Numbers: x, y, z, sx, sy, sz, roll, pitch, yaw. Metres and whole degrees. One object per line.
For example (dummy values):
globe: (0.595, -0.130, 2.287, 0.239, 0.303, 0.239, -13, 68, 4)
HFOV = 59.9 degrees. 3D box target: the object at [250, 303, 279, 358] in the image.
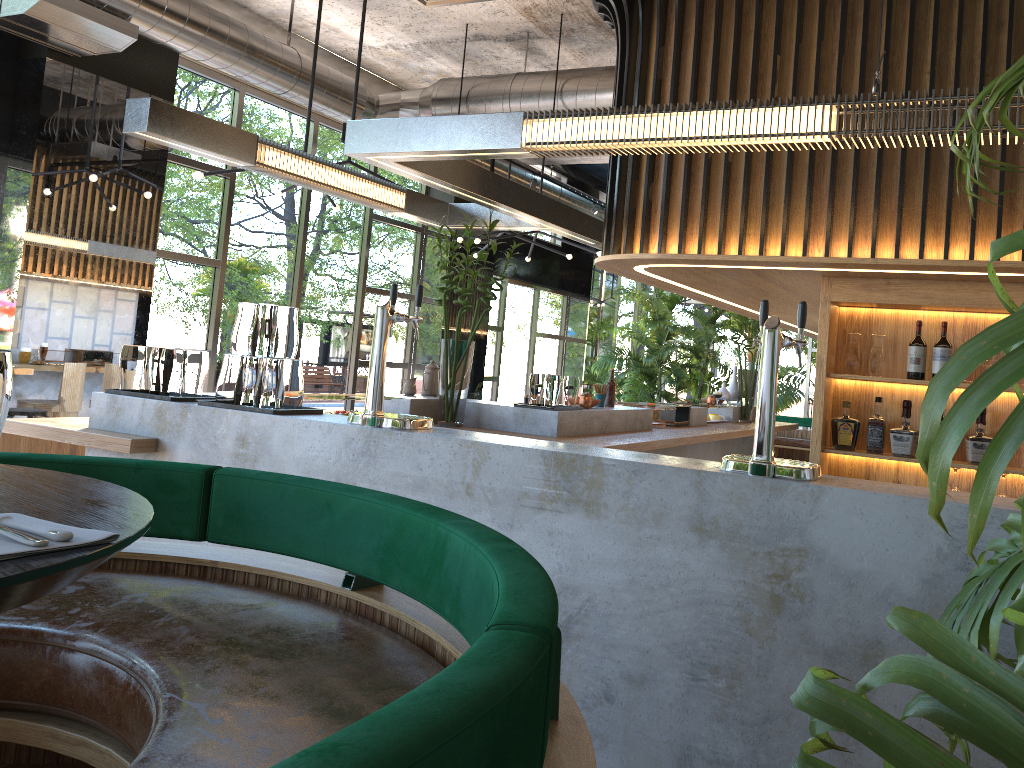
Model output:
object: (-0.967, -0.211, 3.490, 0.104, 0.210, 0.107, 4, -2, 12)

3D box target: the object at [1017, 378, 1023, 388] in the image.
object: (2.393, -0.027, 4.137, 0.092, 0.092, 0.085, 6, -1, -38)

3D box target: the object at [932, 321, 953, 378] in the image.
object: (2.100, -0.157, 4.328, 0.088, 0.299, 0.084, 6, -3, -14)

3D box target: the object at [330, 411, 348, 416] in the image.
object: (-0.954, 0.186, 4.816, 0.146, 0.066, 0.100, 5, 0, 24)

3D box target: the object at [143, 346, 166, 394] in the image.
object: (-1.549, -0.057, 3.861, 0.101, 0.210, 0.110, 3, -3, 42)

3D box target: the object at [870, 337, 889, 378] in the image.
object: (1.869, -0.140, 4.524, 0.109, 0.210, 0.101, 6, -3, -28)

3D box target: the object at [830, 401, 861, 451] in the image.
object: (1.698, 0.211, 4.522, 0.148, 0.249, 0.096, 4, -3, 15)

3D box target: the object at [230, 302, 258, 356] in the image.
object: (-1.063, -0.220, 3.550, 0.104, 0.210, 0.107, 4, -2, 12)

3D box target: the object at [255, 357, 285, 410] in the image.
object: (-0.934, 0.003, 3.446, 0.104, 0.210, 0.107, 4, -2, 12)

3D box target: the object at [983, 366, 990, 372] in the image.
object: (2.294, -0.038, 4.243, 0.087, 0.092, 0.091, 4, -1, 18)

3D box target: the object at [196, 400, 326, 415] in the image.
object: (-1.001, 0.092, 3.546, 0.422, 0.019, 0.282, 5, 2, 27)

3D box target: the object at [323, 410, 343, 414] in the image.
object: (-0.986, 0.182, 4.916, 0.187, 0.065, 0.274, 5, 1, 15)

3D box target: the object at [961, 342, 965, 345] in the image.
object: (2.248, -0.159, 4.360, 0.092, 0.092, 0.085, 5, -1, -27)

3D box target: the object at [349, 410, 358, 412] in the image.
object: (-0.807, 0.190, 4.963, 0.175, 0.081, 0.139, 5, 0, 20)

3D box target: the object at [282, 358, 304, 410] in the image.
object: (-0.885, 0.004, 3.557, 0.104, 0.210, 0.107, 4, -2, 12)

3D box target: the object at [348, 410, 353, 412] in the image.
object: (-0.892, 0.183, 4.993, 0.127, 0.071, 0.113, 5, 0, 19)

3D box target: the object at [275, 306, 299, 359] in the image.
object: (-0.916, -0.209, 3.594, 0.104, 0.210, 0.107, 4, -2, 12)

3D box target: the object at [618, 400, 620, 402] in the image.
object: (1.441, 0.372, 12.016, 0.065, 0.300, 0.071, 2, -4, 44)

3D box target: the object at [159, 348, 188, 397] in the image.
object: (-1.401, -0.039, 3.661, 0.102, 0.210, 0.108, 4, -3, 22)

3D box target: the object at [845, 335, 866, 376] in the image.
object: (1.773, -0.149, 4.584, 0.109, 0.210, 0.101, 6, -3, -28)

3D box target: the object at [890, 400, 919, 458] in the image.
object: (1.947, 0.219, 4.388, 0.118, 0.281, 0.128, 3, -3, 41)

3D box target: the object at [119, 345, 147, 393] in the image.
object: (-1.613, -0.059, 3.768, 0.101, 0.210, 0.110, 3, -3, 42)

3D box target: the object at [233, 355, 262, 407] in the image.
object: (-1.037, -0.007, 3.504, 0.104, 0.210, 0.107, 4, -2, 12)

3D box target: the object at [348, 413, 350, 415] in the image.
object: (-0.866, 0.188, 4.902, 0.088, 0.065, 0.138, 5, 0, 36)

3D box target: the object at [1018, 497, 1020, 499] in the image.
object: (2.444, 0.545, 4.219, 0.093, 0.246, 0.092, 5, -3, -1)

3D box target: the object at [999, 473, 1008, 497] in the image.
object: (2.296, 0.534, 4.157, 0.096, 0.246, 0.088, 7, -3, -34)

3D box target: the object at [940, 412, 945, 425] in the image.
object: (2.093, 0.222, 4.343, 0.088, 0.299, 0.084, 6, -3, -14)

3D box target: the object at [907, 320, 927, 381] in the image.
object: (2.009, -0.167, 4.399, 0.088, 0.300, 0.084, 6, -3, -14)

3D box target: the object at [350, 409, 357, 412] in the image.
object: (-0.877, 0.168, 4.890, 0.068, 0.062, 0.087, 5, 0, 18)

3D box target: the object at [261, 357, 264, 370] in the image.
object: (-0.988, -0.006, 3.606, 0.104, 0.210, 0.107, 4, -2, 12)

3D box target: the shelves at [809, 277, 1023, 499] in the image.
shelves: (2.038, 0.502, 4.347, 1.072, 2.063, 0.289, 4, -4, 26)

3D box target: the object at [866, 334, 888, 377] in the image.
object: (1.828, -0.141, 4.439, 0.109, 0.210, 0.101, 6, -3, -28)

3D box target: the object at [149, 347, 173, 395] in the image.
object: (-1.485, -0.049, 3.762, 0.101, 0.210, 0.110, 3, -3, 42)

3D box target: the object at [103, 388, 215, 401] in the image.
object: (-1.476, 0.047, 3.779, 0.422, 0.019, 0.282, 5, 2, 27)

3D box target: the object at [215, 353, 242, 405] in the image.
object: (-1.126, -0.016, 3.559, 0.102, 0.210, 0.108, 4, -3, 22)

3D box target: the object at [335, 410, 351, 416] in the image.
object: (-0.929, 0.164, 4.917, 0.100, 0.066, 0.071, 5, -1, -15)

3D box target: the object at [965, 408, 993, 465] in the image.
object: (2.263, 0.248, 4.291, 0.121, 0.281, 0.126, 4, -3, 16)

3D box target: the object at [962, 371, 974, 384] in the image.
object: (2.177, -0.049, 4.271, 0.087, 0.092, 0.091, 4, -1, 18)

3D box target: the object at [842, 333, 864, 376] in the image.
object: (1.722, -0.150, 4.480, 0.109, 0.210, 0.101, 6, -3, -28)

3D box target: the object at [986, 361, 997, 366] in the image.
object: (0.271, -0.024, 1.789, 0.101, 0.503, 6.334, 2, 0, 40)

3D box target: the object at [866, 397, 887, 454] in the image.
object: (1.834, 0.206, 4.459, 0.080, 0.283, 0.085, 3, -3, 27)

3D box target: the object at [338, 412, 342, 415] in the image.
object: (-0.840, 0.189, 4.978, 0.086, 0.058, 0.348, 5, 1, 41)

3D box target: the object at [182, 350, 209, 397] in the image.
object: (-1.349, -0.038, 3.768, 0.102, 0.210, 0.108, 4, -3, 22)
